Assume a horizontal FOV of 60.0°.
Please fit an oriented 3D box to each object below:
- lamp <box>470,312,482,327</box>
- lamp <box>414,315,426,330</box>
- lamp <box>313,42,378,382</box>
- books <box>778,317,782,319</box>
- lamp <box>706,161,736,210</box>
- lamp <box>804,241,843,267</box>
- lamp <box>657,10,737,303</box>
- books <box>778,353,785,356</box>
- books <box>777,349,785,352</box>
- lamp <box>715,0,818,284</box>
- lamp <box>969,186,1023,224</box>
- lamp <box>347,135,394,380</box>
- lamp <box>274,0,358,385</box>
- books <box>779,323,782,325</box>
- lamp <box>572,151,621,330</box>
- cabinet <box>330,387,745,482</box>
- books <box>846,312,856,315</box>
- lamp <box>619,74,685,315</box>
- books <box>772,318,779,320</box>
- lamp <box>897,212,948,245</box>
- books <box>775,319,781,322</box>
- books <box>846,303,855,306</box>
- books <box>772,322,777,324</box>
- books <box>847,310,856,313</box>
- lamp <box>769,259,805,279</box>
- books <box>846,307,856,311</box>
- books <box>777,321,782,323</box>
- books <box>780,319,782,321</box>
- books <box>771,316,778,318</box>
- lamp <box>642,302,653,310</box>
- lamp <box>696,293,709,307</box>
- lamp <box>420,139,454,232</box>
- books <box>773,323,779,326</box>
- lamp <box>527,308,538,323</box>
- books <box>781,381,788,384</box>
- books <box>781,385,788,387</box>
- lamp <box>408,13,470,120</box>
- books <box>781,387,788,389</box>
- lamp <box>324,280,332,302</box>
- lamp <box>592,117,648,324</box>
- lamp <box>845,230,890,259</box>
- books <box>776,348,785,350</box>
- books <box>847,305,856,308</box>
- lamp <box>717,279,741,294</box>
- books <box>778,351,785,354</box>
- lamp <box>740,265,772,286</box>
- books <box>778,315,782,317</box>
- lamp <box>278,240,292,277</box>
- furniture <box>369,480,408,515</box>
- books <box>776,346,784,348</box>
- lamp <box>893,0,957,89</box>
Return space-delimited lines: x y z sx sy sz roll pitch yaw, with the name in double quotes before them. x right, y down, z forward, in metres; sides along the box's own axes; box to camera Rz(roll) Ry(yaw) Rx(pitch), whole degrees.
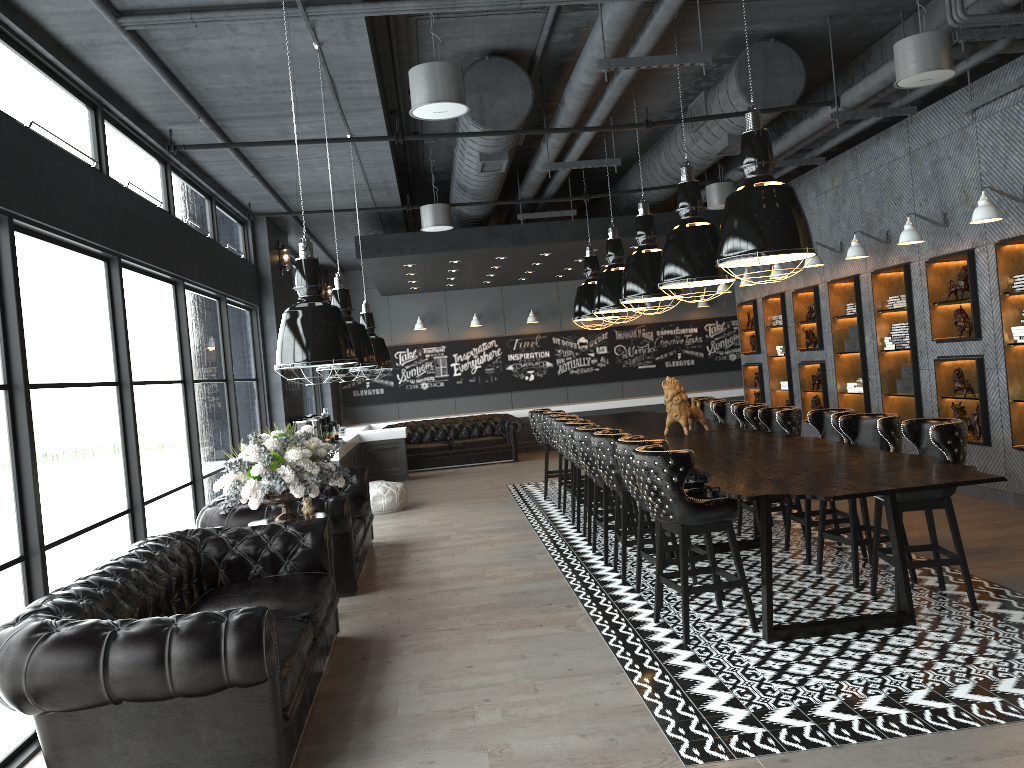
"lamp" -0.684 -1.270 17.294 0.243 0.287 0.490 -5 1 11
"lamp" -1.758 -1.198 17.200 0.243 0.287 0.490 -5 1 11
"lamp" -1.141 -1.091 5.655 0.391 2.161 0.391 -5 1 40
"books" 4.001 -0.965 12.795 0.193 0.028 0.245 -6 1 -25
"lamp" 2.420 -2.589 10.387 0.380 1.045 0.382 -5 1 22
"lamp" 3.738 -1.574 10.649 0.489 0.287 0.244 -5 1 11
"lamp" 1.369 -1.797 6.994 0.621 2.302 0.622 -5 1 40
"books" 4.029 -0.439 12.911 0.245 0.028 0.193 -5 1 -9
"books" 4.014 -0.494 12.909 0.245 0.028 0.193 -5 1 -5
"lamp" 1.496 -1.781 5.540 0.621 2.302 0.622 -5 1 40
"lamp" 4.033 -1.502 7.321 0.489 0.287 0.244 -5 1 11
"lamp" -1.331 -1.115 7.824 0.391 2.161 0.391 -5 1 40
"lamp" -1.012 -1.071 4.175 0.391 2.153 0.391 -5 1 40
"books" 4.009 -0.881 12.796 0.193 0.028 0.245 -6 1 -26
"lamp" 0.987 -1.845 11.358 0.621 2.302 0.622 -5 1 40
"cabinet" 1.148 0.863 14.579 8.420 0.827 6.312 -5 1 -5
"books" 4.196 -0.859 10.746 0.193 0.028 0.245 -5 1 -5
"lamp" 1.242 -1.813 8.449 0.621 2.302 0.622 -5 1 40
"books" 3.974 -0.968 13.081 0.193 0.028 0.245 -5 1 0
"lamp" 3.932 -1.505 8.479 0.489 0.287 0.244 -5 1 11
"books" 4.016 -0.944 13.085 0.193 0.028 0.245 -5 1 2
"books" 4.187 -0.971 10.726 0.193 0.028 0.245 -5 1 -2
"books" 3.968 -0.911 13.102 0.193 0.028 0.245 -5 1 7
"books" 4.184 -0.886 10.736 0.193 0.028 0.245 -5 1 6
"lamp" 3.645 -1.562 11.742 0.489 0.287 0.244 -5 1 11
"books" 4.193 -0.915 10.723 0.193 0.028 0.245 -6 1 -14
"books" 3.988 -0.908 12.809 0.193 0.028 0.245 -6 1 -18
"books" 4.038 -0.941 12.815 0.193 0.028 0.245 -6 1 -23
"books" 3.971 -0.996 13.080 0.193 0.028 0.245 -5 1 -8
"lamp" 2.685 -1.612 17.588 0.243 0.287 0.490 -5 1 11
"lamp" 3.800 -1.680 17.686 0.243 0.287 0.490 -5 1 11
"lamp" -0.898 -2.279 10.097 0.382 1.045 0.380 -6 1 -37
"books" 3.982 -0.884 13.082 0.193 0.028 0.245 -5 1 -1
"lamp" 0.410 -1.345 17.390 0.243 0.287 0.490 -5 1 11
"books" 4.066 -0.030 12.941 0.225 0.029 0.179 -6 1 -22
"books" 4.066 0.020 12.946 0.166 0.024 0.227 -6 1 -19
"lamp" -0.503 -2.221 5.584 0.382 1.030 0.380 -5 1 -16
"books" 4.079 0.048 12.932 0.179 0.034 0.243 -6 1 -36
"lamp" -3.420 -1.716 16.592 0.139 0.480 0.145 -5 1 -5
"lamp" 1.114 -1.829 9.903 0.621 2.302 0.622 -5 1 40
"lamp" 3.837 -1.519 9.563 0.489 0.287 0.244 -5 1 11
"books" 3.999 -0.522 12.928 0.245 0.028 0.193 -5 1 -2
"books" 4.206 -0.946 10.768 0.193 0.028 0.245 -5 1 1
"lamp" 3.450 -1.593 13.971 0.489 0.287 0.244 -5 1 11
"books" 3.999 -0.464 12.868 0.245 0.028 0.193 -5 1 4
"lamp" 3.543 -1.592 12.891 0.489 0.287 0.244 -5 1 11
"books" 3.999 -0.994 12.794 0.193 0.028 0.245 -6 1 -33
"lamp" -2.994 -1.662 11.719 0.139 0.480 0.145 -5 1 -5
"furniture" -1.652 1.415 11.170 0.679 0.383 0.679 -5 1 -5
"books" 4.008 -0.551 12.929 0.245 0.028 0.193 -5 1 -12
"lamp" 2.684 -2.528 5.863 0.381 1.045 0.380 -5 1 6
